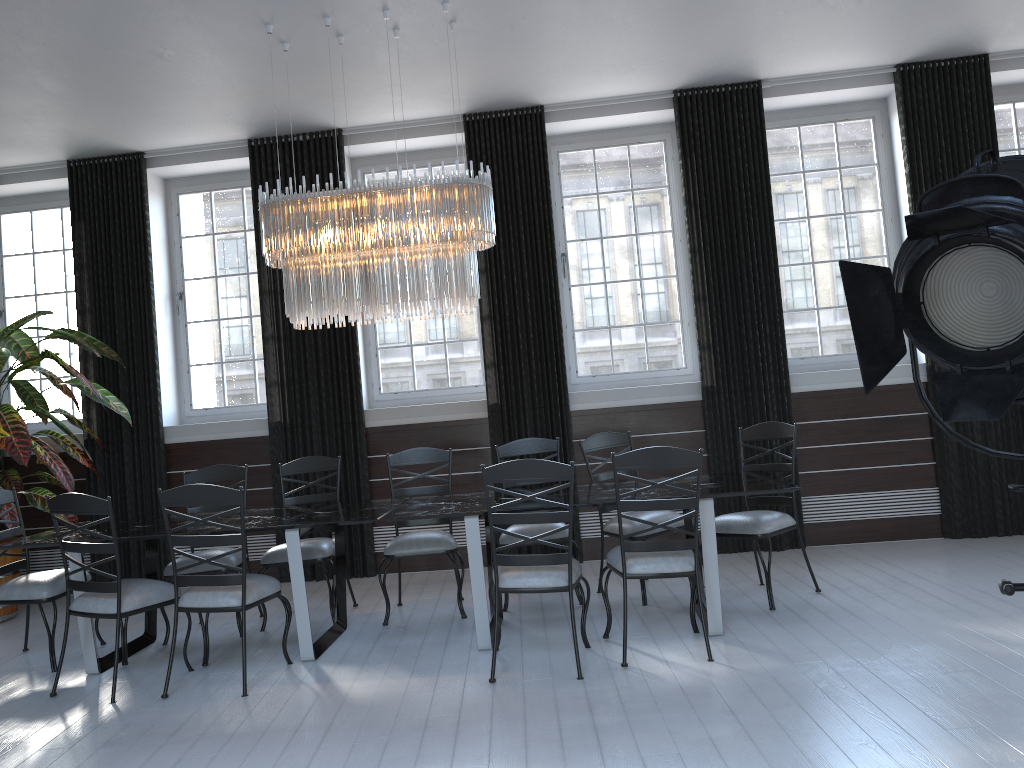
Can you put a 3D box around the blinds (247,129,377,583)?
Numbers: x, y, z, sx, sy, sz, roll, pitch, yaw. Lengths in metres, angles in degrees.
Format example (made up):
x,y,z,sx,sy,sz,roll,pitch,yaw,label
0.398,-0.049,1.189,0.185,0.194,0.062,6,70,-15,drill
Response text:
x,y,z,sx,sy,sz,roll,pitch,yaw,label
-1.491,-0.211,6.548,0.739,3.320,0.111,-5,-3,6,blinds

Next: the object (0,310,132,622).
x,y,z,sx,sy,sz,roll,pitch,yaw,label
-3.583,0.484,5.976,1.804,2.247,1.741,-6,-2,32,object

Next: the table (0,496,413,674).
x,y,z,sx,sy,sz,roll,pitch,yaw,label
-1.570,1.080,4.754,1.995,0.698,0.890,-5,-2,4,table

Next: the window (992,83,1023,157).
x,y,z,sx,sy,sz,roll,pitch,yaw,label
3.891,-1.226,6.451,1.033,1.995,0.133,-5,-3,6,window

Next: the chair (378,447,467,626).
x,y,z,sx,sy,sz,roll,pitch,yaw,label
-0.536,0.869,5.260,0.490,0.957,0.502,-5,-2,-1,chair

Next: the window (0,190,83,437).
x,y,z,sx,sy,sz,roll,pitch,yaw,label
-3.742,-0.576,7.207,1.033,1.995,0.133,-5,-3,6,window

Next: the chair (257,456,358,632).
x,y,z,sx,sy,sz,roll,pitch,yaw,label
-1.236,0.934,5.328,0.496,0.966,0.503,-5,-2,8,chair

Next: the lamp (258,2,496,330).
x,y,z,sx,sy,sz,roll,pitch,yaw,label
-0.748,-1.146,4.783,1.272,1.629,0.440,-5,-3,5,lamp

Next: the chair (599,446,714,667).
x,y,z,sx,sy,sz,roll,pitch,yaw,label
0.653,0.762,4.138,0.496,0.966,0.502,-5,-2,0,chair

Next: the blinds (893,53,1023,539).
x,y,z,sx,sy,sz,roll,pitch,yaw,label
3.131,-0.604,6.111,0.623,3.320,0.102,-5,-3,6,blinds

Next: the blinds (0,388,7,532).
x,y,z,sx,sy,sz,roll,pitch,yaw,label
-4.161,0.016,6.832,0.455,3.320,0.102,-5,-3,5,blinds

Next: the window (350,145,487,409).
x,y,z,sx,sy,sz,roll,pitch,yaw,label
-0.694,-0.836,6.903,1.033,1.995,0.133,-5,-3,6,window

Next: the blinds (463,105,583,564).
x,y,z,sx,sy,sz,roll,pitch,yaw,label
0.072,-0.344,6.393,0.604,3.320,0.111,-5,-3,6,blinds

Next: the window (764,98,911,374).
x,y,z,sx,sy,sz,roll,pitch,yaw,label
2.362,-1.096,6.603,1.033,1.995,0.133,-5,-3,6,window

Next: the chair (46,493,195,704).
x,y,z,sx,sy,sz,roll,pitch,yaw,label
-1.922,0.980,4.311,0.495,0.966,0.503,-6,-3,23,chair

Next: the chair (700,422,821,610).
x,y,z,sx,sy,sz,roll,pitch,yaw,label
1.359,0.712,4.949,0.504,0.966,0.495,-3,-3,-37,chair

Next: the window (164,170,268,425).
x,y,z,sx,sy,sz,roll,pitch,yaw,label
-2.217,-0.706,7.056,1.033,1.995,0.133,-5,-3,6,window

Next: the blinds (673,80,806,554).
x,y,z,sx,sy,sz,roll,pitch,yaw,label
1.601,-0.474,6.255,0.623,3.320,0.087,-5,-3,6,blinds

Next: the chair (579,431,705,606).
x,y,z,sx,sy,sz,roll,pitch,yaw,label
0.759,0.766,5.293,0.497,0.966,0.502,-3,-3,-33,chair

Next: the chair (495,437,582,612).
x,y,z,sx,sy,sz,roll,pitch,yaw,label
0.148,0.818,5.326,0.496,0.966,0.502,-5,-2,4,chair

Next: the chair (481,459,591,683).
x,y,z,sx,sy,sz,roll,pitch,yaw,label
0.093,0.808,4.058,0.496,0.966,0.502,-5,-2,5,chair

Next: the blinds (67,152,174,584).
x,y,z,sx,sy,sz,roll,pitch,yaw,label
-2.973,-0.085,6.698,0.623,3.320,0.098,-5,-3,6,blinds

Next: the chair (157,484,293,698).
x,y,z,sx,sy,sz,roll,pitch,yaw,label
-1.379,0.934,4.216,0.496,0.966,0.503,-5,-2,7,chair

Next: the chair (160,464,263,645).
x,y,z,sx,sy,sz,roll,pitch,yaw,label
-1.771,0.978,5.228,0.496,0.966,0.502,-5,-2,2,chair

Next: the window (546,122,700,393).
x,y,z,sx,sy,sz,roll,pitch,yaw,label
0.831,-0.966,6.755,1.033,1.995,0.133,-5,-3,6,window

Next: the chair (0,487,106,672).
x,y,z,sx,sy,sz,roll,pitch,yaw,label
-2.623,1.046,4.874,0.503,0.966,0.495,-5,-2,6,chair

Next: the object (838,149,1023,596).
x,y,z,sx,sy,sz,roll,pitch,yaw,label
0.822,0.401,1.382,0.609,1.581,0.545,-7,-4,44,object

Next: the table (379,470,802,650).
x,y,z,sx,sy,sz,roll,pitch,yaw,label
0.418,0.911,4.600,1.995,0.698,0.890,-5,-2,4,table
